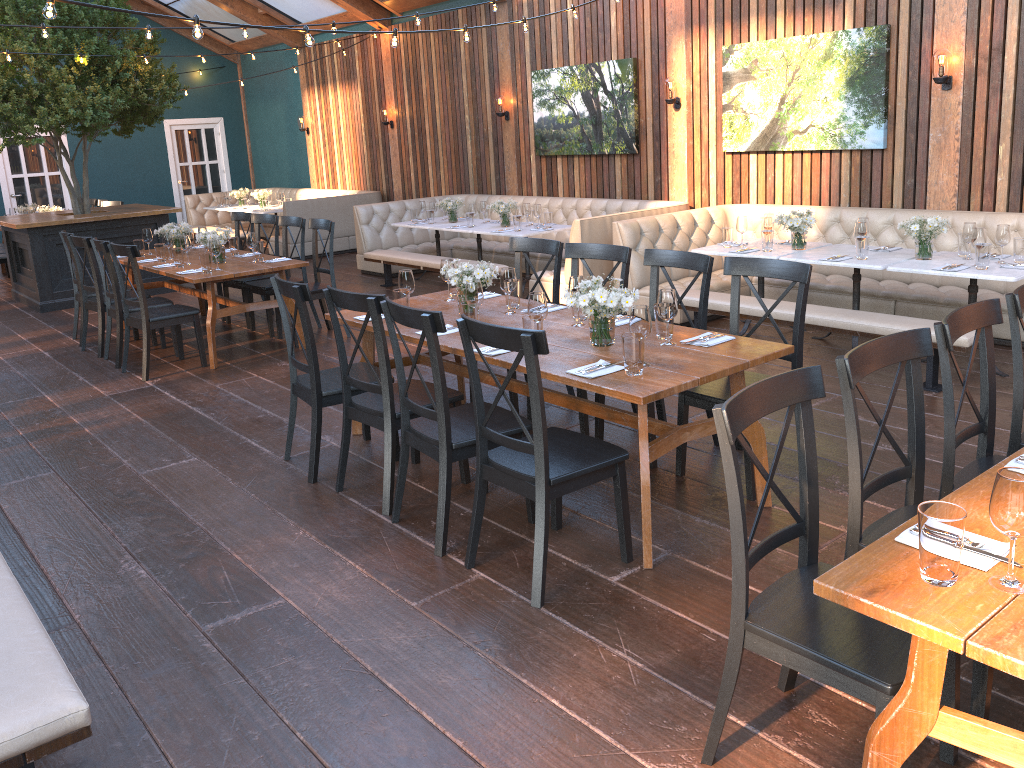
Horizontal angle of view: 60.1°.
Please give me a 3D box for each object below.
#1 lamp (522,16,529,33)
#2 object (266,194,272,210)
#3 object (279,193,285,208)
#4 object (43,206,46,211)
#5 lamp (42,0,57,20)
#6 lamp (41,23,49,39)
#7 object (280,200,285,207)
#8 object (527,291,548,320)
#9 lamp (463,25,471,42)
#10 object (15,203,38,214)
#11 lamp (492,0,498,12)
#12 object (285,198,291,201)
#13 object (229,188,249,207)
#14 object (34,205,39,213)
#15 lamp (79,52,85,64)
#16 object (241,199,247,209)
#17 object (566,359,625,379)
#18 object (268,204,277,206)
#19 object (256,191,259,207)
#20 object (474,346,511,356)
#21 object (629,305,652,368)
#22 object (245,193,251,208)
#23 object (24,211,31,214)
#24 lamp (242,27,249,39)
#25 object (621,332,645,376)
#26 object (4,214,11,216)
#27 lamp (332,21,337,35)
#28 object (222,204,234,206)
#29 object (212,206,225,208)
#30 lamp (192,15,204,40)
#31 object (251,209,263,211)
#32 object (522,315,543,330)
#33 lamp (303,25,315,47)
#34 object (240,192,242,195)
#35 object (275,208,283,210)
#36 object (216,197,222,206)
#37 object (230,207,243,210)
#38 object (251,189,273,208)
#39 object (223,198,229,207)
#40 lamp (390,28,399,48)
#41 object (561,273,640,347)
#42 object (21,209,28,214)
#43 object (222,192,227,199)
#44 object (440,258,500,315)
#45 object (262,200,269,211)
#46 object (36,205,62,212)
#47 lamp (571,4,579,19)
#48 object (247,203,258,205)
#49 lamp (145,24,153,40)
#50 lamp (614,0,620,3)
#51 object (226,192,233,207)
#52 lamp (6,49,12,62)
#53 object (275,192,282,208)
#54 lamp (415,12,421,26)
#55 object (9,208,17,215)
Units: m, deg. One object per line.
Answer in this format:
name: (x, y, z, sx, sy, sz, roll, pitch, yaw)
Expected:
lamp: (0.103, -2.788, 6.863, 0.056, 0.119, 0.057, -6, 14, -10)
object: (-3.755, -2.813, 13.670, 0.092, 0.241, 0.093, -1, 13, 9)
object: (-3.569, -2.843, 13.736, 0.092, 0.241, 0.093, -1, 13, 9)
object: (-6.743, -2.450, 12.822, 0.092, 0.241, 0.093, -3, 13, 4)
lamp: (-2.010, -1.641, 3.836, 0.056, 0.118, 0.057, -1, 14, 11)
lamp: (-3.663, -2.767, 6.933, 0.056, 0.119, 0.057, -3, 13, 2)
object: (-3.646, -2.887, 14.055, 0.092, 0.156, 0.093, 7, 17, 37)
object: (0.118, -0.291, 3.989, 0.092, 0.241, 0.093, -3, 13, 4)
lamp: (-0.323, -2.490, 6.286, 0.056, 0.119, 0.057, 7, 17, 38)
object: (-7.041, -2.483, 12.884, 0.332, 0.305, 0.338, -16, 19, -39)
lamp: (-0.163, -3.529, 8.239, 0.057, 0.117, 0.064, 10, 19, 43)
object: (-3.460, -2.801, 13.718, 0.092, 0.156, 0.093, 7, 17, 37)
object: (-4.540, -3.121, 14.777, 0.329, 0.305, 0.341, 1, 15, 16)
object: (-7.126, -2.560, 13.280, 0.092, 0.241, 0.093, -3, 13, 4)
lamp: (-4.538, -3.433, 9.327, 0.056, 0.119, 0.057, -7, 14, -13)
object: (-4.286, -2.886, 14.182, 0.092, 0.156, 0.093, 7, 17, 37)
object: (0.355, -0.068, 3.571, 0.257, 0.018, 0.159, -16, 20, -37)
object: (-3.978, -2.940, 14.551, 0.257, 0.018, 0.159, -16, 20, -37)
object: (-4.150, -3.035, 14.515, 0.092, 0.241, 0.093, -1, 13, 9)
object: (-0.041, -0.170, 4.001, 0.257, 0.018, 0.159, -16, 20, -37)
object: (0.520, -0.193, 3.569, 0.092, 0.241, 0.093, -3, 13, 4)
object: (-4.262, -2.959, 14.275, 0.092, 0.241, 0.093, -1, 13, 9)
object: (-6.591, -2.239, 12.065, 0.092, 0.241, 0.093, -1, 13, 9)
lamp: (-2.258, -2.983, 7.485, 0.056, 0.119, 0.057, -9, 15, -23)
object: (0.476, -0.116, 3.464, 0.092, 0.156, 0.093, -6, 14, -12)
object: (-7.322, -2.382, 12.858, 0.092, 0.156, 0.093, -6, 14, -12)
lamp: (-1.566, -3.125, 7.765, 0.056, 0.116, 0.068, 0, 14, 14)
object: (-4.896, -3.089, 15.249, 0.159, 0.018, 0.257, -16, 20, -36)
object: (-4.904, -2.982, 14.883, 0.257, 0.018, 0.159, -16, 20, -37)
lamp: (-1.592, -1.802, 4.470, 0.057, 0.119, 0.057, -14, 17, -38)
object: (-3.914, -2.692, 13.682, 0.257, 0.018, 0.159, -16, 20, -37)
object: (0.094, -0.218, 3.895, 0.092, 0.156, 0.093, -6, 14, -12)
lamp: (-1.166, -2.000, 5.086, 0.057, 0.118, 0.057, -12, 16, -32)
object: (-4.657, -3.182, 15.126, 0.092, 0.241, 0.093, -3, 13, 4)
object: (-3.548, -2.689, 13.599, 0.159, 0.018, 0.257, -16, 20, -36)
object: (-4.991, -3.111, 15.099, 0.092, 0.156, 0.093, 7, 17, 37)
object: (-4.420, -2.838, 14.288, 0.257, 0.018, 0.159, -16, 20, -37)
object: (-4.003, -2.971, 14.151, 0.336, 0.305, 0.334, -2, 15, 4)
object: (-4.769, -3.030, 14.776, 0.092, 0.156, 0.093, 7, 17, 37)
lamp: (-0.760, -2.229, 5.699, 0.056, 0.119, 0.057, -8, 14, -19)
object: (0.399, -0.324, 3.929, 0.336, 0.305, 0.334, 1, 15, 18)
object: (-6.896, -2.360, 12.544, 0.092, 0.241, 0.093, -3, 13, 4)
object: (-4.888, -3.150, 15.062, 0.092, 0.241, 0.093, -3, 13, 4)
object: (-0.228, -0.529, 4.762, 0.329, 0.305, 0.341, -4, 15, -4)
object: (-3.779, -2.740, 13.576, 0.092, 0.156, 0.093, 7, 17, 37)
object: (-6.336, -2.308, 12.137, 0.330, 0.305, 0.340, -10, 16, -23)
lamp: (0.526, -3.122, 7.424, 0.071, 0.114, 0.057, -7, 14, -16)
object: (-4.485, -3.088, 15.162, 0.257, 0.018, 0.159, -16, 20, -37)
lamp: (-2.962, -2.865, 7.207, 0.056, 0.119, 0.057, 3, 15, 26)
lamp: (0.946, -3.493, 7.964, 0.060, 0.117, 0.057, -7, 14, -16)
object: (-4.745, -3.103, 14.870, 0.092, 0.241, 0.093, -3, 13, 4)
lamp: (-4.954, -3.229, 8.707, 0.056, 0.119, 0.057, 5, 16, 31)
object: (-3.675, -2.897, 13.942, 0.092, 0.241, 0.093, -1, 13, 9)
lamp: (-0.850, -3.303, 8.002, 0.056, 0.119, 0.057, -8, 14, -17)
object: (-7.298, -2.455, 12.952, 0.092, 0.241, 0.093, -3, 13, 4)
